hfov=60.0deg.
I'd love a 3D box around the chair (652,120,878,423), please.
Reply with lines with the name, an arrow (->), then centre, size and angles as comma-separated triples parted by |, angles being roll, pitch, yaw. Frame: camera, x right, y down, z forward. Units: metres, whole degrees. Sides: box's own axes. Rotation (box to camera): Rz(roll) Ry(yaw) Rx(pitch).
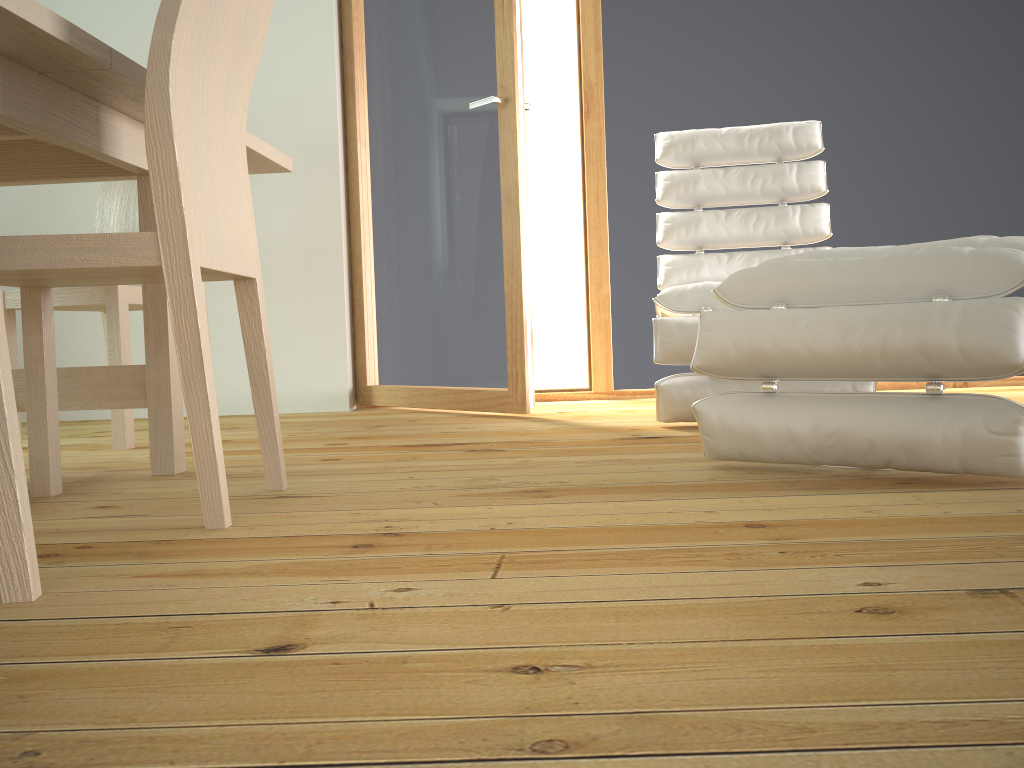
chair -> 0.728, -0.394, 2.725 | 0.569, 0.968, 0.915 | -2, 2, 11

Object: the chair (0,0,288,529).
chair -> -0.658, -0.296, 1.461 | 0.506, 1.016, 0.404 | -2, 2, 1

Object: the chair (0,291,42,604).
chair -> -0.728, -0.254, 0.762 | 0.506, 1.016, 0.404 | -2, 2, -10

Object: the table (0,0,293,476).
table -> -1.252, -0.128, 1.159 | 1.200, 0.755, 2.503 | -2, 3, 4

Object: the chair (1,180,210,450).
chair -> -1.177, -0.344, 2.631 | 0.404, 1.016, 0.507 | -2, 2, 14

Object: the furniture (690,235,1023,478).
furniture -> 0.758, -0.077, 1.785 | 0.569, 0.439, 0.687 | 0, 3, 36

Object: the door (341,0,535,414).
door -> -0.300, -1.120, 3.122 | 0.163, 2.416, 0.934 | -4, 2, -44
